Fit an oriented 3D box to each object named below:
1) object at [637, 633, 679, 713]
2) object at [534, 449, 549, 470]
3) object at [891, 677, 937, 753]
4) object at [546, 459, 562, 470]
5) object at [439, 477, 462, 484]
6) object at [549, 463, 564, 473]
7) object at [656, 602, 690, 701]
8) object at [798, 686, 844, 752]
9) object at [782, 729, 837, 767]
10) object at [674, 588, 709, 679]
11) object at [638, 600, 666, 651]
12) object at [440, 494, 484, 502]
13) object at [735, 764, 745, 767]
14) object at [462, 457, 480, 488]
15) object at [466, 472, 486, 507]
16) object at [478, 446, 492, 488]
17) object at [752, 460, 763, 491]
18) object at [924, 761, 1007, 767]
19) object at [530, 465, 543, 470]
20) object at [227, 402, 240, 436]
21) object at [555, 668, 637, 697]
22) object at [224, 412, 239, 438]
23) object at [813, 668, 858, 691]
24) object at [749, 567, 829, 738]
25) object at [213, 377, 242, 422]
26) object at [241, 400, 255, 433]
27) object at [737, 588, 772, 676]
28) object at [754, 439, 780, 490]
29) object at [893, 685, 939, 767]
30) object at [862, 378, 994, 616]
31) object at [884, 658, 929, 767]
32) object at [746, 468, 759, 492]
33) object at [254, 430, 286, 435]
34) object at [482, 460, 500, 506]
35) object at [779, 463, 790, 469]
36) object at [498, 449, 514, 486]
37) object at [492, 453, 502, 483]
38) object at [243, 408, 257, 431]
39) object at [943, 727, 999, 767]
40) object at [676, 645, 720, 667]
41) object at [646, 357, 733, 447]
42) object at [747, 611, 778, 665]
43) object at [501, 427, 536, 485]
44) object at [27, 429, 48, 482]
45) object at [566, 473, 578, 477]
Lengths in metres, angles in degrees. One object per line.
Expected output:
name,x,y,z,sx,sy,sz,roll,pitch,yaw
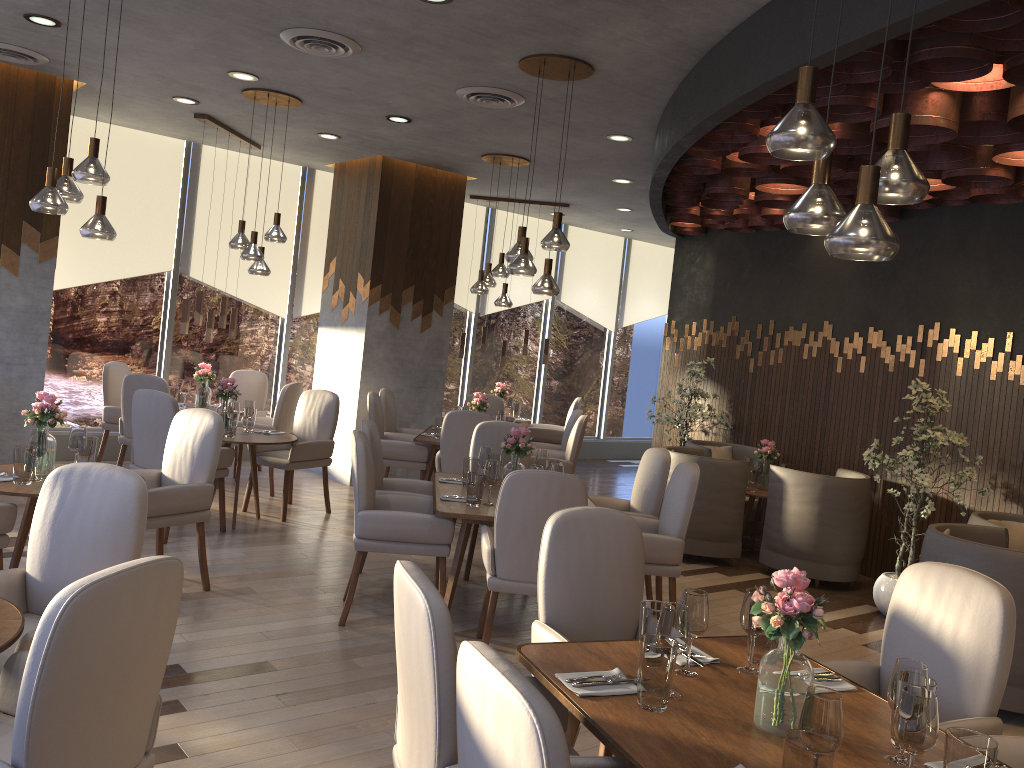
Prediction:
object,0.375,0.757,2.319,0.102,0.178,0.102,6,2,-17
object,0.183,0.538,5.594,0.092,0.244,0.092,7,2,37
object,1.005,0.828,2.231,0.102,0.178,0.102,6,1,-6
object,0.261,0.576,5.667,0.102,0.178,0.102,5,2,-39
object,-0.328,0.601,5.520,0.255,0.019,0.157,6,3,-6
object,0.243,0.574,5.024,0.092,0.244,0.092,7,2,43
object,0.434,0.726,2.413,0.092,0.244,0.092,6,1,-3
object,0.651,0.775,1.883,0.092,0.244,0.092,7,2,42
object,0.592,0.807,1.790,0.102,0.178,0.102,6,2,-17
object,0.523,0.726,2.586,0.092,0.244,0.092,6,1,-23
object,0.424,0.746,2.638,0.102,0.178,0.102,6,2,-19
object,-0.274,0.636,4.950,0.255,0.019,0.157,6,3,-6
object,0.477,0.868,1.918,0.255,0.019,0.158,5,3,-23
object,-0.255,0.537,5.366,0.102,0.178,0.102,6,2,10
object,-0.201,0.571,4.795,0.102,0.178,0.102,6,2,10
object,-0.171,0.509,5.439,0.092,0.244,0.092,6,1,14
object,2.006,0.751,7.272,0.092,0.244,0.092,7,1,25
object,1.100,0.925,2.103,0.255,0.019,0.158,5,3,-22
object,0.124,0.569,4.864,0.092,0.244,0.092,5,1,-23
object,-2.060,0.257,6.541,0.092,0.244,0.092,7,2,45
object,0.260,0.819,2.447,0.255,0.019,0.158,5,3,-23
object,-2.042,0.297,6.434,0.102,0.178,0.102,7,2,31
object,0.877,0.875,2.631,0.255,0.019,0.158,5,3,-22
object,0.701,0.678,2.278,0.210,0.415,0.198,5,2,-26
object,-2.161,0.153,6.683,0.210,0.415,0.198,6,1,9
object,-2.024,0.248,6.797,0.092,0.244,0.092,6,1,7
object,0.728,0.744,2.665,0.092,0.244,0.092,6,1,-19
object,2.122,0.670,7.397,0.210,0.415,0.197,7,2,29
object,0.883,0.797,1.949,0.092,0.244,0.092,6,1,-18
object,2.746,0.771,5.943,0.788,1.615,0.747,6,1,-12
object,0.951,0.794,2.137,0.092,0.244,0.092,7,1,20
object,1.939,0.781,7.184,0.102,0.178,0.102,6,1,9
object,-1.892,0.371,6.879,0.158,0.019,0.255,7,3,27
object,-0.117,0.543,4.869,0.092,0.244,0.092,5,1,-26
object,2.230,0.774,7.285,0.092,0.244,0.092,6,1,1
object,-0.035,0.516,5.579,0.092,0.244,0.092,6,1,17
object,-0.116,0.537,5.657,0.102,0.178,0.102,6,1,8
object,-2.047,0.273,6.905,0.102,0.178,0.102,7,2,43
object,0.971,0.842,1.891,0.102,0.178,0.102,5,2,-44
object,0.537,0.833,2.752,0.157,0.019,0.255,5,3,-25
object,1.645,0.523,8.544,0.745,1.615,0.790,5,2,-33
object,0.781,0.778,2.759,0.102,0.178,0.102,7,2,24
object,0.023,0.458,5.222,0.210,0.415,0.198,6,1,9
object,-2.305,0.345,4.294,0.092,0.244,0.092,7,2,37
object,0.321,0.611,5.097,0.102,0.178,0.102,6,2,11
